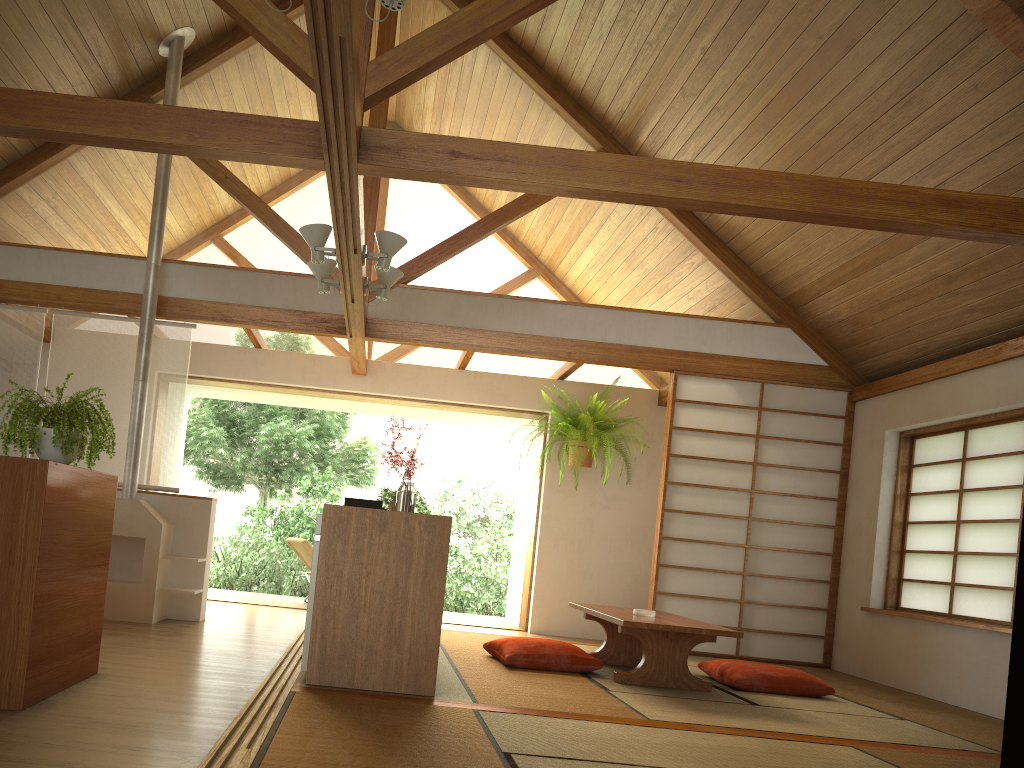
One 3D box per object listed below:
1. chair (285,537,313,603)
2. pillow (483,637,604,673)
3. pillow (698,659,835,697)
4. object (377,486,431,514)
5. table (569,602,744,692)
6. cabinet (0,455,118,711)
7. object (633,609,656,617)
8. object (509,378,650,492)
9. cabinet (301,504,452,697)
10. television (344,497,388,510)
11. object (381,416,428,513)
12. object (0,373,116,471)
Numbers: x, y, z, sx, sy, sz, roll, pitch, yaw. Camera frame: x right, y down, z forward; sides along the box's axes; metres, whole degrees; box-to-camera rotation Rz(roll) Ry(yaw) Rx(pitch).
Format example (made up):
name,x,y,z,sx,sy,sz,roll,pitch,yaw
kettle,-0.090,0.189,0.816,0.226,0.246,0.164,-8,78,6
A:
name,x,y,z,sx,sy,sz,roll,pitch,yaw
chair,-1.571,1.857,8.484,1.180,0.622,0.850,10,-8,-29
pillow,0.167,1.510,4.929,0.546,0.147,0.581,8,-10,-10
pillow,1.408,1.646,4.937,0.552,0.130,0.575,7,-10,-5
object,-0.793,0.857,5.934,0.544,0.373,0.529,13,-10,-43
table,0.736,1.468,4.917,0.596,0.332,1.232,7,-10,-7
cabinet,-3.107,0.632,3.450,2.771,0.875,0.853,6,-6,-2
object,0.742,1.280,4.899,0.113,0.030,0.127,12,-12,-30
object,0.664,0.471,7.561,1.252,1.119,1.089,7,-6,-11
cabinet,-0.765,1.108,4.891,0.551,0.728,2.715,6,-10,-8
television,-0.717,0.938,4.894,0.487,0.534,0.654,6,-7,-5
object,-0.546,0.399,4.311,0.239,0.496,0.226,5,-3,2
object,-1.753,0.154,3.397,0.471,0.348,0.482,3,-8,20
